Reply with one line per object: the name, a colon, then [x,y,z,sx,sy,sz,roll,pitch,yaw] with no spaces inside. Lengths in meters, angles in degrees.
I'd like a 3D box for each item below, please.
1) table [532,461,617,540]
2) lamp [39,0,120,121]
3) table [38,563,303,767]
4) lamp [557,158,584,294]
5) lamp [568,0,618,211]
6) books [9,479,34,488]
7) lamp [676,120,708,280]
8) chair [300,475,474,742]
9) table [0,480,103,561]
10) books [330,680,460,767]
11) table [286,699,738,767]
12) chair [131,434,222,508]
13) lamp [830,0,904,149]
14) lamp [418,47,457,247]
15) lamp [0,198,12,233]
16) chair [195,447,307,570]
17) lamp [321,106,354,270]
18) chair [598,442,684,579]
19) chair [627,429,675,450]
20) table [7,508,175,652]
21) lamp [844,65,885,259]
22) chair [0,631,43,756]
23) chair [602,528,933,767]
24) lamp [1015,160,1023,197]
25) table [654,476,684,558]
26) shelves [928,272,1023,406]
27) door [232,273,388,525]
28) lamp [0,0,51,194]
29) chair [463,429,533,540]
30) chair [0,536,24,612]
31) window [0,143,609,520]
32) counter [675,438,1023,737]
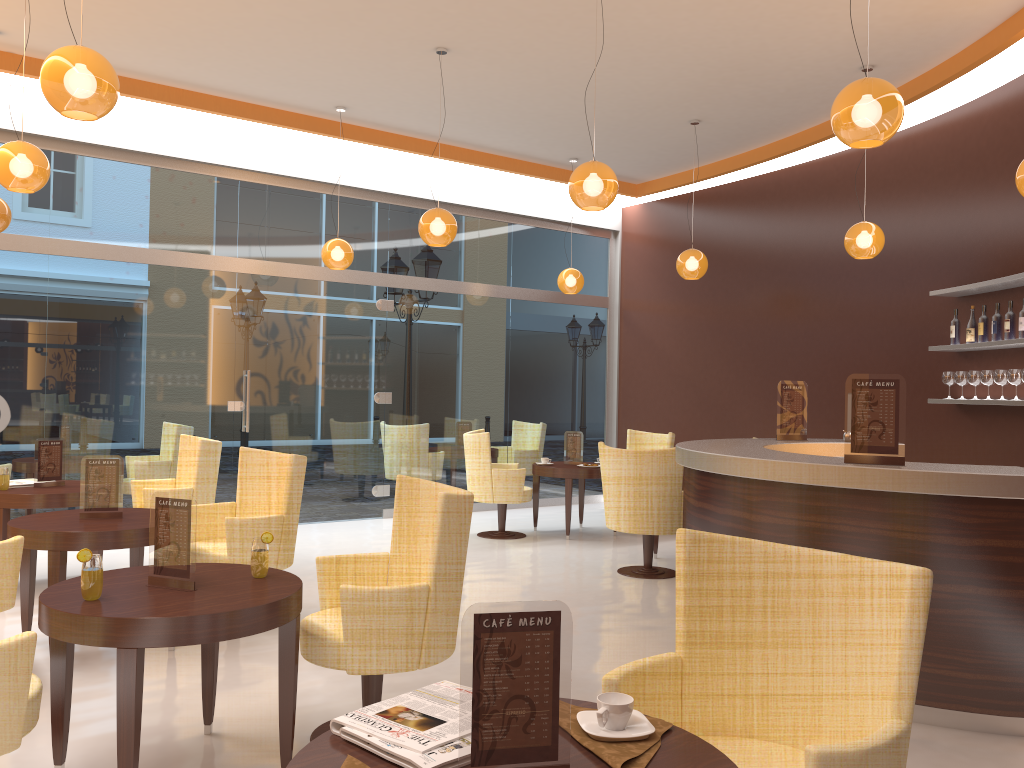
table: [0.632,1.148,8.846,0.872,0.679,0.874,1,-1,11]
lamp: [-1.773,-1.858,3.674,0.299,1.500,0.299,1,-1,-11]
table: [-1.201,1.061,3.159,0.872,0.679,0.874,1,0,-4]
lamp: [0.667,-1.754,9.867,0.299,1.500,0.299,1,-1,22]
lamp: [0.499,-1.797,5.310,0.299,1.500,0.299,1,-1,32]
books: [-3.403,0.688,6.150,0.273,0.028,0.339,1,-1,29]
lamp: [1.718,-1.745,8.407,0.299,1.500,0.299,1,-1,32]
chair: [-0.512,0.910,3.596,0.685,1.017,0.729,1,-1,-19]
table: [-3.187,1.045,6.095,0.872,0.679,0.874,1,-1,11]
books: [-0.154,0.715,1.877,0.345,0.035,0.367,1,-1,44]
table: [0.000,1.073,1.669,0.872,0.679,0.874,1,0,1]
chair: [-2.496,0.894,6.498,0.685,1.017,0.729,2,-1,-33]
lamp: [1.550,-1.787,3.849,0.299,1.500,0.299,1,-1,-18]
lamp: [-0.553,-1.806,6.771,0.299,1.500,0.299,1,-1,-25]
lamp: [-3.877,-1.876,6.595,0.299,1.500,0.299,2,-1,-36]
chair: [-1.584,0.902,5.232,0.685,1.017,0.729,2,-1,-39]
lamp: [-1.605,-1.815,8.231,0.299,1.500,0.299,1,-1,29]
chair: [1.044,0.971,6.920,0.729,1.017,0.685,1,-1,32]
chair: [1.324,0.997,9.249,0.685,1.017,0.729,2,-1,-33]
table: [-2.187,1.054,4.706,0.872,0.679,0.874,1,0,1]
lamp: [2.770,-1.735,6.946,0.299,1.500,0.299,1,-1,33]
chair: [-1.758,0.875,2.595,0.729,1.017,0.685,1,-1,42]
chair: [0.603,0.921,2.196,0.685,1.017,0.729,2,-1,-39]
lamp: [2.929,-1.750,4.843,0.299,1.500,0.299,1,-1,-18]
table: [1.624,1.157,7.484,0.872,0.679,0.874,1,-1,11]
shelves: [3.201,-0.320,4.870,0.586,0.902,4.744,1,-1,11]
door: [-2.038,0.184,9.100,1.640,2.499,0.020,2,-1,-36]
lamp: [-2.825,-1.867,5.135,0.299,1.500,0.299,2,-1,-36]
chair: [-0.140,0.961,8.604,0.685,1.017,0.729,1,0,-4]
chair: [-2.660,0.869,4.049,0.729,1.017,0.685,1,-1,22]
window: [-2.028,-0.316,9.105,8.200,3.380,0.040,2,-1,-36]
counter: [1.747,0.929,5.164,1.586,1.100,2.917,1,0,9]
